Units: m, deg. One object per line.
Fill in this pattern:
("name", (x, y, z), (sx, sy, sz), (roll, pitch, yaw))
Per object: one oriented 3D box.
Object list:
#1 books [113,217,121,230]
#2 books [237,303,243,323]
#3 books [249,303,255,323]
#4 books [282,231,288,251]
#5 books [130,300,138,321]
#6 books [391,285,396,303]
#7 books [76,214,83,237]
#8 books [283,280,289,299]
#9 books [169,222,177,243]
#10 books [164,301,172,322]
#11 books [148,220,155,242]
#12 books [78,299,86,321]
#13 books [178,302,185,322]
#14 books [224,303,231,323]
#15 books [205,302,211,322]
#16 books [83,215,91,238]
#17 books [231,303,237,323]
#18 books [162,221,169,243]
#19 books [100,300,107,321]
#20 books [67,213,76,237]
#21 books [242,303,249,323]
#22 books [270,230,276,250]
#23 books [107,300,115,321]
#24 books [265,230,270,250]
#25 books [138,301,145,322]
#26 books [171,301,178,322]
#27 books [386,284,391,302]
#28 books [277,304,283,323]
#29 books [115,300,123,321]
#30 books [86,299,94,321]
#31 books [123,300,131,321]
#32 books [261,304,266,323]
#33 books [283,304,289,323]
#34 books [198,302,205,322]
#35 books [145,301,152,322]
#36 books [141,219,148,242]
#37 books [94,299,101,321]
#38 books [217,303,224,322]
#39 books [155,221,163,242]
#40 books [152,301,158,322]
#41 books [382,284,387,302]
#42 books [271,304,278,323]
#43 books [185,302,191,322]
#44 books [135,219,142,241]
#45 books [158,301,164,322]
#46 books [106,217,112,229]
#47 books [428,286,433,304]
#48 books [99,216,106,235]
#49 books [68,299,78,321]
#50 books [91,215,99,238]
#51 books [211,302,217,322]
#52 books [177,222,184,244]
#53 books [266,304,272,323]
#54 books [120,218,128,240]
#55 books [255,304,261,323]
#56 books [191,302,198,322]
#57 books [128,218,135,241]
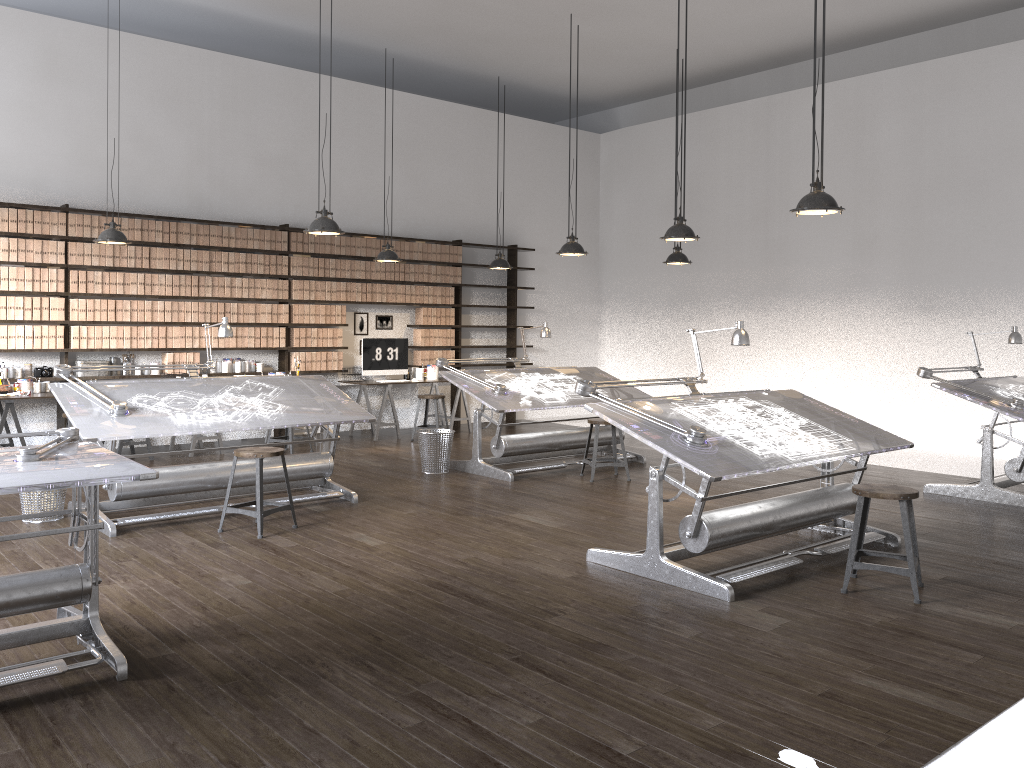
("books", (-4.016, -1.566, 8.955), (0.067, 0.225, 0.175), (0, 2, -41))
("books", (-3.044, -0.781, 9.809), (0.067, 0.225, 0.174), (0, 2, -40))
("books", (-2.935, -0.785, 9.894), (0.067, 0.225, 0.175), (0, 2, -41))
("books", (-2.637, -1.627, 10.133), (0.067, 0.225, 0.174), (0, 2, -40))
("books", (-3.900, -0.743, 9.078), (0.067, 0.225, 0.174), (0, 2, -41))
("books", (-1.528, -1.131, 11.095), (0.067, 0.225, 0.175), (0, 2, -40))
("books", (-4.285, -1.554, 8.724), (0.067, 0.225, 0.175), (0, 2, -40))
("books", (-2.632, -1.076, 10.153), (0.067, 0.225, 0.175), (0, 2, -40))
("books", (-3.592, -1.585, 9.317), (0.067, 0.225, 0.175), (0, 2, -40))
("books", (-3.638, -0.754, 9.295), (0.067, 0.225, 0.175), (0, 2, -40))
("books", (-3.760, -1.577, 9.180), (0.067, 0.225, 0.174), (0, 2, -40))
("books", (-4.270, -0.726, 8.754), (0.067, 0.225, 0.175), (0, 2, -41))
("books", (-3.535, -0.759, 9.391), (0.067, 0.225, 0.174), (0, 2, -41))
("books", (-3.152, -0.776, 9.717), (0.067, 0.225, 0.175), (0, 2, -41))
("books", (-3.322, -0.768, 9.569), (0.067, 0.225, 0.175), (0, 2, -40))
("books", (-4.230, -1.556, 8.771), (0.067, 0.225, 0.175), (0, 2, -41))
("books", (-3.095, -0.778, 9.759), (0.067, 0.225, 0.174), (0, 2, -41))
("books", (-3.652, -1.582, 9.273), (0.067, 0.225, 0.175), (0, 2, -41))
("books", (-4.121, -0.733, 8.889), (0.067, 0.225, 0.175), (0, 2, -40))
("books", (-4.336, -1.552, 8.686), (0.067, 0.225, 0.175), (0, 2, -41))
("books", (-2.990, -0.783, 9.855), (0.067, 0.225, 0.175), (0, 2, -40))
("books", (-2.748, -1.622, 10.044), (0.067, 0.225, 0.175), (0, 2, -41))
("books", (-4.061, -0.735, 8.933), (0.067, 0.225, 0.175), (0, 2, -41))
("books", (-2.795, -1.620, 9.996), (0.067, 0.225, 0.175), (0, 2, -40))
("books", (-3.846, -0.745, 9.124), (0.067, 0.225, 0.175), (0, 2, -41))
("books", (-3.587, -0.757, 9.344), (0.067, 0.225, 0.175), (0, 2, -41))
("books", (-1.583, -1.129, 11.051), (0.067, 0.225, 0.174), (0, 2, -40))
("books", (-2.684, -0.797, 10.117), (0.067, 0.225, 0.174), (0, 2, -40))
("books", (-4.008, -0.738, 8.986), (0.067, 0.225, 0.175), (0, 2, -40))
("books", (-4.215, -0.728, 8.801), (0.067, 0.225, 0.175), (0, 2, -40))
("books", (-3.951, -0.740, 9.029), (0.067, 0.225, 0.174), (0, 2, -40))
("books", (-2.838, -0.790, 9.980), (0.067, 0.225, 0.175), (0, 2, -40))
("books", (-2.630, -0.799, 10.154), (0.067, 0.225, 0.175), (0, 2, -40))
("books", (-3.367, -0.766, 9.525), (0.067, 0.225, 0.175), (0, 2, -41))
("books", (-3.791, -0.747, 9.163), (0.067, 0.225, 0.175), (0, 2, -40))
("books", (-3.814, -1.575, 9.134), (0.067, 0.225, 0.175), (0, 2, -40))
("books", (-4.170, -0.731, 8.845), (0.067, 0.225, 0.175), (0, 2, -41))
("books", (-3.206, -0.773, 9.664), (0.067, 0.225, 0.175), (0, 2, -40))
("books", (-3.703, -1.580, 9.223), (0.067, 0.225, 0.174), (0, 2, -41))
("books", (-3.743, -0.750, 9.210), (0.067, 0.225, 0.175), (0, 2, -41))
("books", (-1.633, -1.126, 11.003), (0.067, 0.225, 0.174), (0, 2, -41))
("books", (-2.736, -0.794, 10.071), (0.067, 0.225, 0.175), (0, 2, -40))
("books", (-3.479, -0.761, 9.433), (0.067, 0.225, 0.174), (0, 2, -40))
("books", (-3.861, -1.572, 9.086), (0.067, 0.225, 0.175), (0, 2, -41))
("books", (-3.694, -0.752, 9.250), (0.067, 0.225, 0.175), (0, 2, -41))
("books", (-4.072, -1.564, 8.913), (0.067, 0.225, 0.175), (0, 2, -40))
("books", (-1.097, -1.150, 11.460), (0.067, 0.225, 0.175), (0, 2, -41))
("books", (-4.126, -1.561, 8.869), (0.067, 0.225, 0.174), (0, 2, -40))
("books", (-4.327, -0.724, 8.709), (0.067, 0.225, 0.174), (0, 2, -41))
("books", (-4.177, -1.559, 8.821), (0.067, 0.225, 0.174), (0, 2, -41))
("books", (-3.266, -0.771, 9.620), (0.067, 0.225, 0.175), (0, 2, -41))
("books", (-3.539, -1.587, 9.369), (0.067, 0.225, 0.175), (0, 2, -41))
("books", (-2.786, -0.792, 10.022), (0.067, 0.225, 0.175), (0, 2, -41))
("books", (-3.962, -1.568, 9.004), (0.067, 0.225, 0.175), (0, 2, -40))
("books", (-2.887, -0.788, 9.941), (0.067, 0.225, 0.175), (0, 2, -40))
("books", (-3.422, -0.764, 9.478), (0.067, 0.225, 0.175), (0, 2, -40))
("books", (-3.915, -1.571, 9.046), (0.067, 0.225, 0.175), (0, 2, -40))
